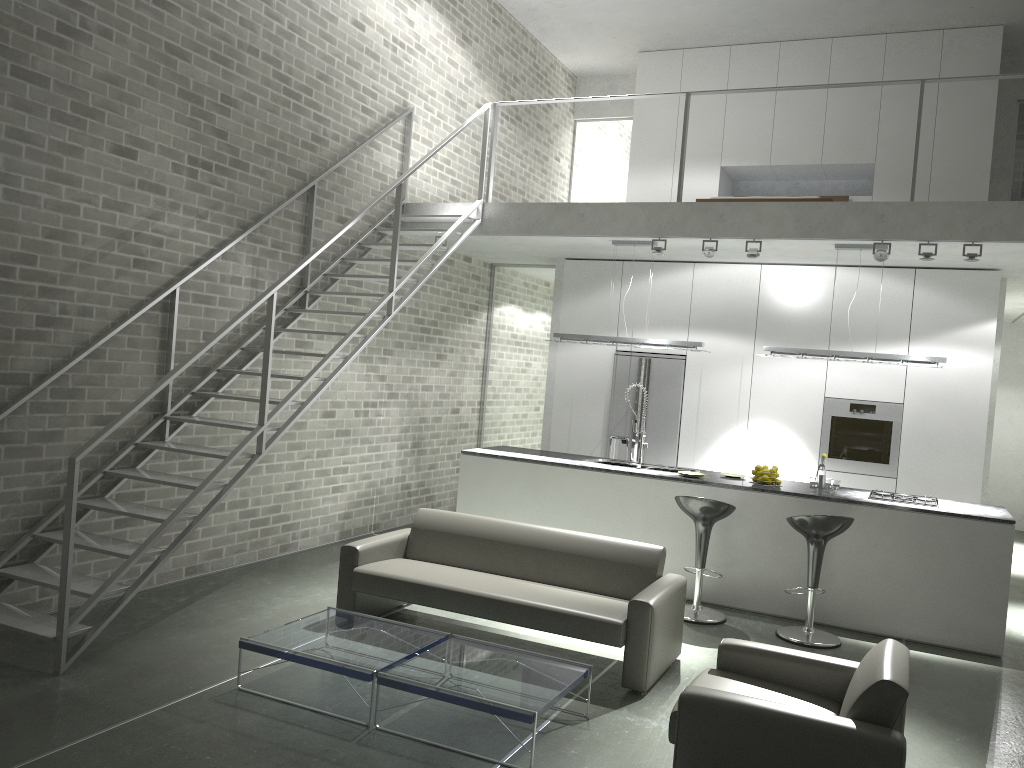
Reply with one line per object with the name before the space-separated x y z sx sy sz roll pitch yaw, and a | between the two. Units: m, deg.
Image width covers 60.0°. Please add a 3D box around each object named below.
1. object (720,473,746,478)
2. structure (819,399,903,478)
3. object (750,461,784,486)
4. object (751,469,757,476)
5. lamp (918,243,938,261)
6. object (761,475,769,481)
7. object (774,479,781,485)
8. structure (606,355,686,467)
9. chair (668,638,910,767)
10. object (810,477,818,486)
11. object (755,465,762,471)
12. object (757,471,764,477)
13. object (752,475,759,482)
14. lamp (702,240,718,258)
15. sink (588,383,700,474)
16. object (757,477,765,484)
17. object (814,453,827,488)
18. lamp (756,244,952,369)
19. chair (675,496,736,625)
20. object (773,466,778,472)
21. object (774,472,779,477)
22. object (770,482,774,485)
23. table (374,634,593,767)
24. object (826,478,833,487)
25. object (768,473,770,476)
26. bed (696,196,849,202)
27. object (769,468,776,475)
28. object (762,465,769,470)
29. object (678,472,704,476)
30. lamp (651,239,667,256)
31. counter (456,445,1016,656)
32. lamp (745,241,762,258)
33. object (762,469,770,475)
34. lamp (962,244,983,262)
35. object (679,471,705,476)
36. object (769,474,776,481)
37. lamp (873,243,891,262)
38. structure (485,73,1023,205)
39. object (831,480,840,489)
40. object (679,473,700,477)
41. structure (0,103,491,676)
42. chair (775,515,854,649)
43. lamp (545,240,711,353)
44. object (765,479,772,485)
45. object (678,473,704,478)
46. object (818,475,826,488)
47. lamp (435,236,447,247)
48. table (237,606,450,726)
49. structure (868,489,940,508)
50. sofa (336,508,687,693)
object | 1.898 0.790 7.615 0.217 0.017 0.216 4 1 -40
structure | 3.297 0.508 8.400 0.692 0.680 0.036 5 1 24
object | 2.080 0.733 7.249 0.189 0.174 0.207 4 1 -21
object | 1.996 0.729 7.286 0.053 0.051 0.063 4 1 -17
lamp | 3.215 -1.020 6.860 0.109 0.135 0.109 4 1 -18
object | 2.044 0.761 7.161 0.061 0.054 0.052 4 1 -9
object | 2.159 0.798 7.210 0.062 0.052 0.053 4 1 -36
structure | 1.372 0.671 9.298 0.743 1.900 0.160 5 1 24
chair | 1.188 1.439 3.801 0.910 0.717 0.963 5 1 24
object | 2.526 0.818 7.412 0.064 0.070 0.063 4 1 -28
object | 2.014 0.688 7.246 0.053 0.051 0.063 4 1 -28
object | 2.024 0.734 7.231 0.062 0.053 0.052 4 1 -14
object | 1.999 0.777 7.269 0.060 0.057 0.052 5 1 16
lamp | 1.681 -1.151 7.546 0.115 0.151 0.115 4 1 -23
sink | 1.183 0.505 7.902 0.987 1.023 0.546 5 1 24
object | 2.030 0.786 7.217 0.064 0.063 0.074 5 1 35
object | 2.570 0.714 7.308 0.088 0.288 0.101 4 1 -36
lamp | 2.841 -0.663 7.317 1.490 0.964 0.290 5 1 24
chair | 1.428 1.294 6.693 0.457 0.931 0.464 6 1 38
object | 2.150 0.697 7.250 0.050 0.060 0.059 5 1 14
object | 2.150 0.746 7.232 0.061 0.054 0.053 4 1 -30
object | 2.117 0.796 7.252 0.061 0.055 0.050 4 1 -30
table | -0.121 1.546 4.398 0.820 0.270 0.800 5 1 24
object | 2.654 0.828 7.435 0.064 0.070 0.063 4 1 -28
object | 2.090 0.753 7.214 0.051 0.053 0.062 5 1 22
bed | 2.926 -1.888 9.836 1.341 0.792 1.957 5 1 24
object | 2.113 0.708 7.194 0.051 0.053 0.063 5 1 27
object | 2.074 0.689 7.251 0.051 0.053 0.063 5 1 16
object | 1.487 0.752 7.356 0.217 0.017 0.216 4 1 -33
lamp | 1.280 -1.194 7.736 0.109 0.136 0.109 4 1 -24
counter | 1.681 1.264 7.540 4.400 0.960 0.900 5 1 24
lamp | 2.019 -1.121 7.415 0.115 0.151 0.115 4 1 -23
object | 2.055 0.715 7.186 0.061 0.052 0.053 5 1 27
lamp | 3.495 -0.995 6.734 0.109 0.135 0.109 4 1 -18
object | 1.487 0.747 7.356 0.217 0.017 0.216 4 1 -33
object | 2.108 0.759 7.189 0.061 0.055 0.051 5 1 -6
lamp | 2.909 -1.038 6.981 0.131 0.154 0.098 5 1 24
structure | 2.320 -1.955 7.289 5.560 0.972 0.070 5 1 24
object | 2.681 0.832 7.346 0.064 0.070 0.063 5 1 32
object | 1.486 0.757 7.356 0.217 0.017 0.216 4 1 -33
structure | -1.672 -0.618 6.650 0.902 4.246 4.345 5 1 24
chair | 2.158 1.361 6.324 0.457 0.931 0.464 5 1 5
lamp | 1.084 -0.821 8.115 1.490 0.964 0.290 5 1 24
object | 2.077 0.792 7.182 0.051 0.053 0.063 5 1 22
object | 1.486 0.761 7.356 0.217 0.017 0.216 4 1 -33
object | 2.551 0.804 7.301 0.060 0.106 0.060 5 1 18
lamp | 2.608 -1.117 9.264 6.854 0.136 0.110 4 1 -11
table | -0.882 1.477 4.744 0.820 0.270 0.800 5 1 24
structure | 3.056 0.887 6.919 0.500 0.038 0.500 5 1 24
sofa | -0.023 1.304 5.678 2.114 0.717 0.902 5 1 24
